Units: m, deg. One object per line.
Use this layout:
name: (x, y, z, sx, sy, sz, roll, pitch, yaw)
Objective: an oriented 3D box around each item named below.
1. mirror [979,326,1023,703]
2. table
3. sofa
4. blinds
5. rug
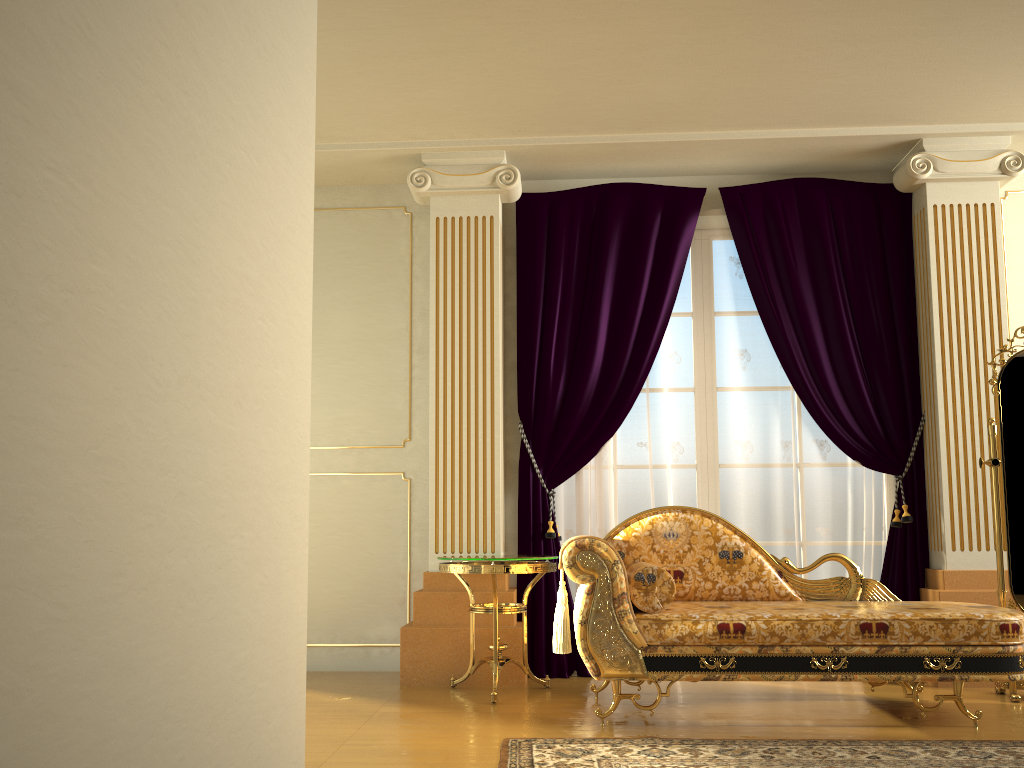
mirror: (2.413, 0.553, 3.976, 0.541, 1.687, 0.244, -2, -6, 13)
table: (-0.066, 1.132, 4.155, 0.573, 0.638, 0.574, 6, -10, -41)
sofa: (1.119, 0.931, 3.704, 1.893, 0.864, 0.699, -1, -7, 3)
blinds: (1.097, 0.219, 4.754, 2.235, 2.633, 0.341, -1, -6, 4)
rug: (0.942, 1.010, 1.640, 2.117, 0.017, 3.106, -1, -10, 3)
